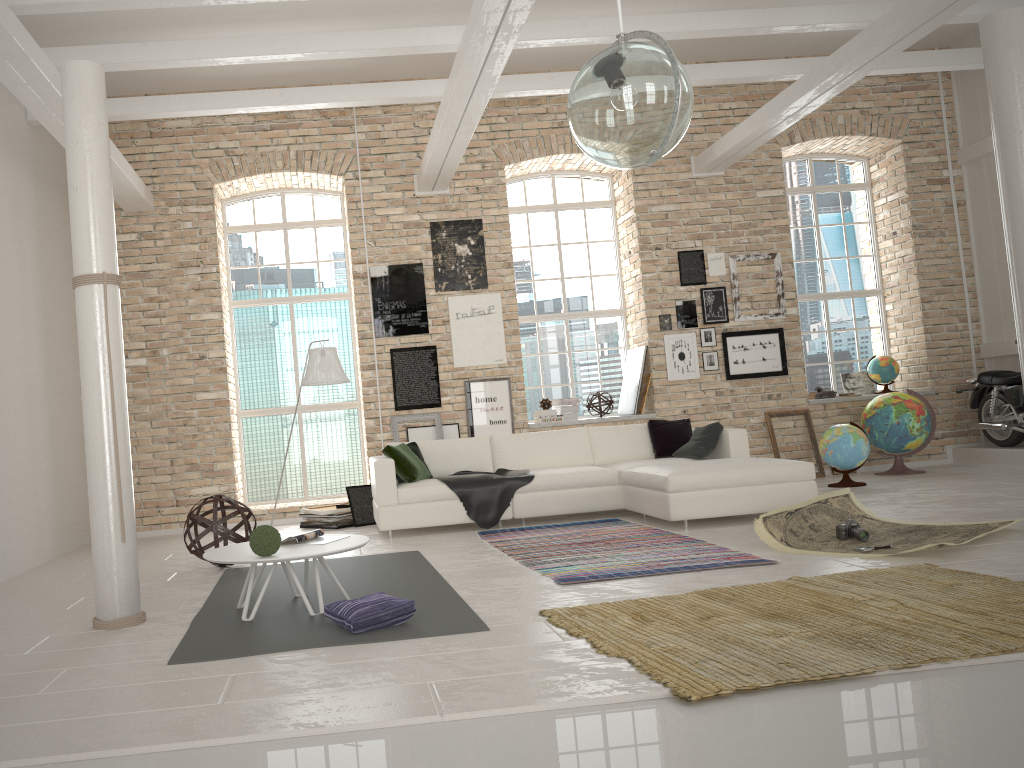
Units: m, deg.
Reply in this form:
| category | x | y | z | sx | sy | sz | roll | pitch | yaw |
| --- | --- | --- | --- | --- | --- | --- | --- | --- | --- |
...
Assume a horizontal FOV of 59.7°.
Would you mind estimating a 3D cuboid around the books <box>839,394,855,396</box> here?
| category | x | y | z | sx | sy | sz | roll | pitch | yaw |
| --- | --- | --- | --- | --- | --- | --- | --- | --- | --- |
| books | 3.790 | 0.124 | 10.088 | 0.100 | 0.014 | 0.141 | -4 | -2 | -27 |

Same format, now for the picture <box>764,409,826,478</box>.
| category | x | y | z | sx | sy | sz | roll | pitch | yaw |
| --- | --- | --- | --- | --- | --- | --- | --- | --- | --- |
| picture | 3.119 | 0.668 | 9.835 | 0.501 | 0.748 | 0.224 | -5 | -3 | -5 |

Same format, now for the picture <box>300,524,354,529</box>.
| category | x | y | z | sx | sy | sz | roll | pitch | yaw |
| --- | --- | --- | --- | --- | --- | --- | --- | --- | --- |
| picture | -1.679 | 1.404 | 9.099 | 0.628 | 0.048 | 0.732 | -7 | -3 | 43 |

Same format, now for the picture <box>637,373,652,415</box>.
| category | x | y | z | sx | sy | sz | roll | pitch | yaw |
| --- | --- | --- | --- | --- | --- | --- | --- | --- | --- |
| picture | 1.455 | 0.119 | 10.018 | 0.170 | 0.460 | 0.368 | -5 | -3 | -11 |

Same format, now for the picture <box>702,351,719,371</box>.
| category | x | y | z | sx | sy | sz | roll | pitch | yaw |
| --- | --- | --- | --- | --- | --- | --- | --- | --- | --- |
| picture | 2.214 | -0.254 | 9.937 | 0.174 | 0.213 | 0.011 | -5 | -3 | -4 |

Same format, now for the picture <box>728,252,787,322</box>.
| category | x | y | z | sx | sy | sz | roll | pitch | yaw |
| --- | --- | --- | --- | --- | --- | --- | --- | --- | --- |
| picture | 2.755 | -1.089 | 10.010 | 0.598 | 0.749 | 0.025 | -5 | -3 | -4 |

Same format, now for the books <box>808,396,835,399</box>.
| category | x | y | z | sx | sy | sz | roll | pitch | yaw |
| --- | --- | --- | --- | --- | --- | --- | --- | --- | --- |
| books | 3.558 | 0.166 | 10.259 | 0.253 | 0.025 | 0.204 | -5 | -2 | -6 |

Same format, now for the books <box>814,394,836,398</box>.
| category | x | y | z | sx | sy | sz | roll | pitch | yaw |
| --- | --- | --- | --- | --- | --- | --- | --- | --- | --- |
| books | 3.555 | 0.140 | 10.264 | 0.251 | 0.030 | 0.206 | -5 | -2 | -8 |

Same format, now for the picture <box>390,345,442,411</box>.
| category | x | y | z | sx | sy | sz | roll | pitch | yaw |
| --- | --- | --- | --- | --- | --- | --- | --- | --- | --- |
| picture | -1.053 | -0.064 | 9.738 | 0.506 | 0.681 | 0.065 | -5 | -3 | -4 |

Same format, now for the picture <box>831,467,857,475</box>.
| category | x | y | z | sx | sy | sz | roll | pitch | yaw |
| --- | --- | --- | --- | --- | --- | --- | --- | --- | --- |
| picture | 3.669 | 0.828 | 9.939 | 0.265 | 0.351 | 0.096 | -5 | -3 | -5 |

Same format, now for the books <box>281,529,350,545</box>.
| category | x | y | z | sx | sy | sz | roll | pitch | yaw |
| --- | --- | --- | --- | --- | --- | --- | --- | --- | --- |
| books | -1.151 | 0.864 | 5.036 | 0.392 | 0.048 | 0.290 | -6 | -2 | 22 |

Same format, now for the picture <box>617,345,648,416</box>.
| category | x | y | z | sx | sy | sz | roll | pitch | yaw |
| --- | --- | --- | --- | --- | --- | --- | --- | --- | --- |
| picture | 1.378 | -0.028 | 10.180 | 0.241 | 0.764 | 0.597 | -5 | -3 | -10 |

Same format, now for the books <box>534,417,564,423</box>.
| category | x | y | z | sx | sy | sz | roll | pitch | yaw |
| --- | --- | --- | --- | --- | --- | --- | --- | --- | --- |
| books | 0.408 | 0.402 | 9.928 | 0.271 | 0.048 | 0.223 | -4 | -2 | -10 |

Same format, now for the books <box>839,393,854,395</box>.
| category | x | y | z | sx | sy | sz | roll | pitch | yaw |
| --- | --- | --- | --- | --- | --- | --- | --- | --- | --- |
| books | 3.782 | 0.111 | 10.096 | 0.125 | 0.013 | 0.108 | -4 | -2 | -32 |

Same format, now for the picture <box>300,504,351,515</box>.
| category | x | y | z | sx | sy | sz | roll | pitch | yaw |
| --- | --- | --- | --- | --- | --- | --- | --- | --- | --- |
| picture | -1.690 | 1.254 | 9.099 | 0.739 | 0.048 | 0.621 | -4 | -2 | -30 |

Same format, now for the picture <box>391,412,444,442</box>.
| category | x | y | z | sx | sy | sz | roll | pitch | yaw |
| --- | --- | --- | --- | --- | --- | --- | --- | --- | --- |
| picture | -0.999 | 0.610 | 9.552 | 0.539 | 0.583 | 0.286 | -5 | -3 | -6 |

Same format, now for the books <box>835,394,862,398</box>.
| category | x | y | z | sx | sy | sz | roll | pitch | yaw |
| --- | --- | --- | --- | --- | --- | --- | --- | --- | --- |
| books | 3.802 | 0.139 | 10.081 | 0.225 | 0.022 | 0.178 | -5 | -2 | -7 |

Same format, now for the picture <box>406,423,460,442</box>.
| category | x | y | z | sx | sy | sz | roll | pitch | yaw |
| --- | --- | --- | --- | --- | --- | --- | --- | --- | --- |
| picture | -0.828 | 0.728 | 9.623 | 0.570 | 0.569 | 0.148 | -5 | -3 | -4 |

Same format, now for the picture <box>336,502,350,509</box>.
| category | x | y | z | sx | sy | sz | roll | pitch | yaw |
| --- | --- | --- | --- | --- | --- | --- | --- | --- | --- |
| picture | -1.586 | 1.224 | 9.133 | 0.303 | 0.048 | 0.368 | -6 | -2 | 19 |

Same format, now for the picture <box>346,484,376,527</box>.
| category | x | y | z | sx | sy | sz | roll | pitch | yaw |
| --- | --- | --- | --- | --- | --- | --- | --- | --- | --- |
| picture | -1.452 | 1.204 | 8.827 | 0.312 | 0.405 | 0.202 | -4 | -3 | -28 |

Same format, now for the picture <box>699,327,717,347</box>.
| category | x | y | z | sx | sy | sz | roll | pitch | yaw |
| --- | --- | --- | --- | --- | --- | --- | --- | --- | --- |
| picture | 2.189 | -0.521 | 9.951 | 0.174 | 0.213 | 0.011 | -5 | -3 | -4 |

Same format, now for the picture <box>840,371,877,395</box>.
| category | x | y | z | sx | sy | sz | roll | pitch | yaw |
| --- | --- | --- | --- | --- | --- | --- | --- | --- | --- |
| picture | 4.161 | 0.002 | 10.704 | 0.389 | 0.292 | 0.068 | -5 | -3 | -4 |

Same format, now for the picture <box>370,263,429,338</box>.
| category | x | y | z | sx | sy | sz | roll | pitch | yaw |
| --- | --- | --- | --- | --- | --- | --- | --- | --- | --- |
| picture | -1.234 | -0.918 | 9.762 | 0.585 | 0.786 | 0.037 | -5 | -3 | -4 |

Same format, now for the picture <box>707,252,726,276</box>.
| category | x | y | z | sx | sy | sz | roll | pitch | yaw |
| --- | --- | --- | --- | --- | --- | --- | --- | --- | --- |
| picture | 2.295 | -1.342 | 10.004 | 0.192 | 0.259 | 0.012 | -5 | -3 | -4 |

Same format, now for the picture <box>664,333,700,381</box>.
| category | x | y | z | sx | sy | sz | roll | pitch | yaw |
| --- | --- | --- | --- | --- | --- | --- | --- | --- | --- |
| picture | 1.890 | -0.303 | 9.915 | 0.362 | 0.514 | 0.013 | -5 | -3 | -4 |

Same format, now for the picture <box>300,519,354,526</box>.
| category | x | y | z | sx | sy | sz | roll | pitch | yaw |
| --- | --- | --- | --- | --- | --- | --- | --- | --- | --- |
| picture | -1.697 | 1.370 | 9.134 | 0.623 | 0.048 | 0.737 | -6 | -2 | 28 |

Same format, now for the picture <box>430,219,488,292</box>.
| category | x | y | z | sx | sy | sz | roll | pitch | yaw |
| --- | --- | --- | --- | --- | --- | --- | --- | --- | --- |
| picture | -0.587 | -1.419 | 9.844 | 0.583 | 0.784 | 0.037 | -5 | -3 | -4 |

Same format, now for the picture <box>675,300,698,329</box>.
| category | x | y | z | sx | sy | sz | roll | pitch | yaw |
| --- | --- | --- | --- | --- | --- | --- | --- | --- | --- |
| picture | 1.949 | -0.777 | 9.948 | 0.227 | 0.306 | 0.014 | -5 | -3 | -4 |

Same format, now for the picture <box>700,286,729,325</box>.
| category | x | y | z | sx | sy | sz | roll | pitch | yaw |
| --- | --- | --- | --- | --- | --- | --- | --- | --- | --- |
| picture | 2.266 | -0.877 | 9.967 | 0.289 | 0.410 | 0.010 | -5 | -3 | -4 |

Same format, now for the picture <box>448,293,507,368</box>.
| category | x | y | z | sx | sy | sz | roll | pitch | yaw |
| --- | --- | --- | --- | --- | --- | --- | --- | --- | --- |
| picture | -0.382 | -0.590 | 9.790 | 0.584 | 0.785 | 0.037 | -5 | -3 | -4 |

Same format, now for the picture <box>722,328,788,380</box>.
| category | x | y | z | sx | sy | sz | roll | pitch | yaw |
| --- | --- | --- | --- | --- | --- | --- | --- | --- | --- |
| picture | 2.712 | -0.336 | 9.965 | 0.707 | 0.536 | 0.032 | -5 | -3 | -4 |

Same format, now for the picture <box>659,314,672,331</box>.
| category | x | y | z | sx | sy | sz | roll | pitch | yaw |
| --- | --- | --- | --- | --- | --- | --- | --- | --- | --- |
| picture | 1.709 | -0.685 | 9.929 | 0.134 | 0.179 | 0.008 | -5 | -3 | 1 |

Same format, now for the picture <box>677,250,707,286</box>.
| category | x | y | z | sx | sy | sz | roll | pitch | yaw |
| --- | --- | --- | --- | --- | --- | --- | --- | --- | --- |
| picture | 2.017 | -1.300 | 9.980 | 0.293 | 0.394 | 0.019 | -5 | -3 | -4 |

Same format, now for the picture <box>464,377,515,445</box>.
| category | x | y | z | sx | sy | sz | roll | pitch | yaw |
| --- | --- | --- | --- | --- | --- | --- | --- | --- | --- |
| picture | -0.242 | 0.320 | 9.747 | 0.513 | 0.757 | 0.012 | -5 | -3 | -4 |

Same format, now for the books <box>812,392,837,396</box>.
| category | x | y | z | sx | sy | sz | roll | pitch | yaw |
| --- | --- | --- | --- | --- | --- | --- | --- | --- | --- |
| books | 3.562 | 0.114 | 10.268 | 0.252 | 0.026 | 0.208 | -4 | -2 | -12 |

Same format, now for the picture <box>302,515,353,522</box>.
| category | x | y | z | sx | sy | sz | roll | pitch | yaw |
| --- | --- | --- | --- | --- | --- | --- | --- | --- | --- |
| picture | -1.662 | 1.328 | 9.120 | 0.733 | 0.048 | 0.626 | -3 | -3 | -38 |

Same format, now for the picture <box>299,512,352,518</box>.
| category | x | y | z | sx | sy | sz | roll | pitch | yaw |
| --- | --- | --- | --- | --- | --- | --- | --- | --- | --- |
| picture | -1.693 | 1.292 | 9.124 | 0.628 | 0.048 | 0.730 | -7 | -3 | 40 |
